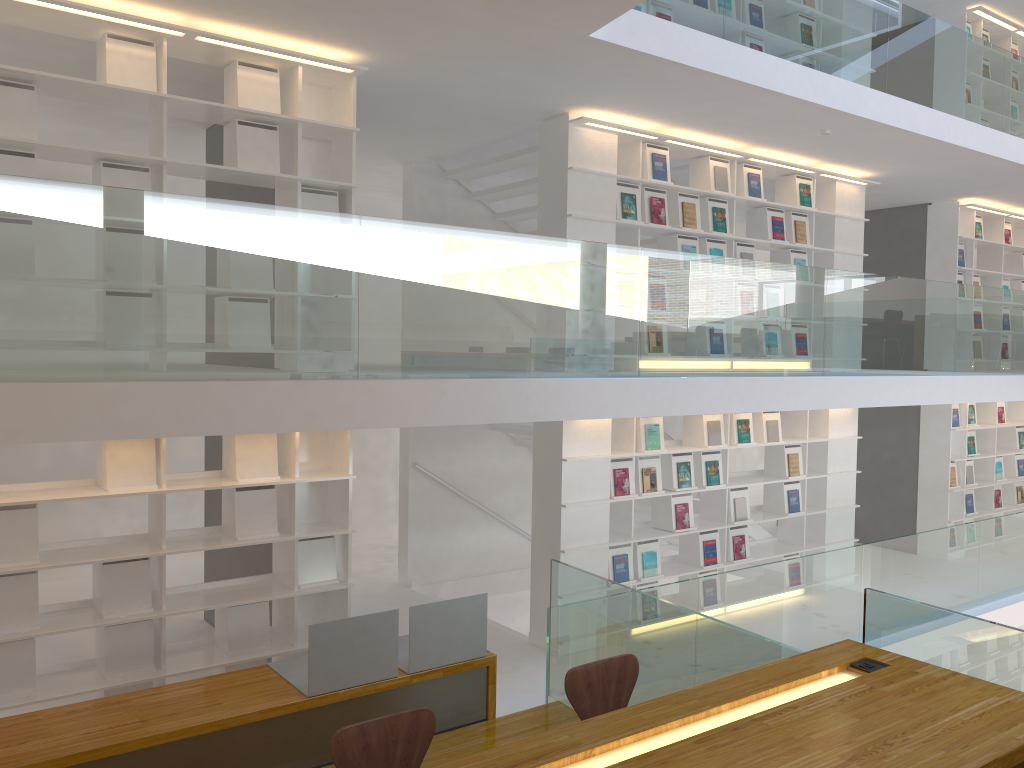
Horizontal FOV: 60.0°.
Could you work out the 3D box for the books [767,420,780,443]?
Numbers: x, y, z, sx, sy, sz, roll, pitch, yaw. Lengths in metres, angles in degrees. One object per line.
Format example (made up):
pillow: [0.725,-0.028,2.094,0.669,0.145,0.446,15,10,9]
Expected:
books: [2.274,0.421,7.724,0.145,0.210,0.037,-1,3,-36]

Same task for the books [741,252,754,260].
books: [1.976,-0.994,7.434,0.145,0.210,0.037,-1,3,-36]

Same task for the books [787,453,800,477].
books: [2.516,0.728,7.922,0.145,0.210,0.037,-1,3,-36]

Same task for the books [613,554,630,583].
books: [0.826,1.400,6.710,0.145,0.210,0.037,-1,3,-36]

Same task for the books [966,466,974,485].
books: [5.125,1.025,9.930,0.145,0.210,0.037,-1,3,-36]

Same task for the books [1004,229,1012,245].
books: [5.723,-1.680,10.236,0.145,0.210,0.037,-1,3,-36]

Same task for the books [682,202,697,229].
books: [1.400,-1.325,6.997,0.145,0.210,0.037,-1,3,-36]

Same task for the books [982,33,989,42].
books: [5.203,-3.738,9.750,0.145,0.210,0.037,-1,3,-36]

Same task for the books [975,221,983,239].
books: [5.168,-1.690,9.828,0.145,0.210,0.037,-1,3,-36]

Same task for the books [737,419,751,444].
books: [1.961,0.404,7.493,0.145,0.210,0.037,-1,3,-36]

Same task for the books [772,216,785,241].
books: [2.299,-1.337,7.658,0.145,0.210,0.037,-1,3,-36]

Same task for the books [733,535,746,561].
books: [1.930,1.392,7.525,0.145,0.210,0.037,-1,3,-36]

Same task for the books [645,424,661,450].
books: [1.089,0.414,6.853,0.145,0.210,0.037,-1,3,-36]

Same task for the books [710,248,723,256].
books: [1.669,-0.998,7.211,0.145,0.210,0.037,-1,3,-36]

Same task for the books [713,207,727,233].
books: [1.688,-1.328,7.205,0.145,0.210,0.037,-1,3,-36]

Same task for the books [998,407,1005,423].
books: [5.688,0.370,10.314,0.145,0.210,0.037,-1,3,-36]

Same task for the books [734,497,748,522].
books: [1.939,1.071,7.511,0.145,0.210,0.037,-1,3,-36]

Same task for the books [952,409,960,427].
books: [4.841,0.376,9.689,0.145,0.210,0.037,-1,3,-36]

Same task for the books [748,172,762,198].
books: [2.038,-1.663,7.445,0.145,0.210,0.037,-1,3,-36]

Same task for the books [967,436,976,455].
books: [5.143,0.694,9.926,0.145,0.210,0.037,-1,3,-36]

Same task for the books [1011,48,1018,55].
books: [5.758,-3.728,10.157,0.145,0.210,0.037,-1,3,-36]

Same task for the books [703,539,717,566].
books: [1.634,1.394,7.307,0.145,0.210,0.037,-1,3,-36]

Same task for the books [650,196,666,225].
books: [1.120,-1.323,6.792,0.145,0.210,0.037,-1,3,-36]

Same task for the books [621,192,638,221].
books: [0.874,-1.316,6.612,0.145,0.210,0.037,-1,3,-36]

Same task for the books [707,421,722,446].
books: [1.662,0.407,7.274,0.145,0.210,0.037,-1,3,-36]

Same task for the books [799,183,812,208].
books: [2.603,-1.667,7.860,0.145,0.210,0.037,-1,3,-36]

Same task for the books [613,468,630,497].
books: [0.827,0.742,6.681,0.145,0.210,0.037,-1,3,-36]

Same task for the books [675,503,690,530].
books: [1.363,1.063,7.091,0.145,0.210,0.037,-1,3,-36]

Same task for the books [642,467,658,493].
books: [1.068,0.755,6.870,0.145,0.210,0.037,-1,3,-36]

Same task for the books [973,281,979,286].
books: [5.148,-1.033,9.847,0.145,0.210,0.037,-1,3,-36]

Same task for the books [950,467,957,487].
books: [4.815,1.018,9.706,0.145,0.210,0.037,-1,3,-36]

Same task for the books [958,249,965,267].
books: [4.865,-1.358,9.618,0.145,0.210,0.037,-1,3,-36]

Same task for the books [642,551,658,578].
books: [1.074,1.410,6.892,0.145,0.210,0.037,-1,3,-36]

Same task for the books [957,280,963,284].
books: [4.853,-1.020,9.626,0.145,0.210,0.037,-1,3,-36]

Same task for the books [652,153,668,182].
books: [1.129,-1.653,6.778,0.145,0.210,0.037,-1,3,-36]

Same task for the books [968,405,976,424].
books: [5.128,0.340,9.901,0.145,0.210,0.037,-1,3,-36]

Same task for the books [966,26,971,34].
books: [4.880,-3.738,9.512,0.145,0.210,0.037,-1,3,-36]

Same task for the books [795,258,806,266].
books: [2.563,-1.005,7.865,0.145,0.210,0.037,-1,3,-36]

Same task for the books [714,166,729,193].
books: [1.699,-1.658,7.197,0.145,0.210,0.037,-1,3,-36]

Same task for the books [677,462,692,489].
books: [1.376,0.729,7.086,0.145,0.210,0.037,-1,3,-36]

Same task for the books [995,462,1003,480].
books: [5.677,1.014,10.339,0.145,0.210,0.037,-1,3,-36]

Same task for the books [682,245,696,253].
books: [1.409,-0.992,7.017,0.145,0.210,0.037,-1,3,-36]

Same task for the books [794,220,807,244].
books: [2.554,-1.337,7.845,0.145,0.210,0.037,-1,3,-36]

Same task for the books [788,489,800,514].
books: [2.526,1.055,7.942,0.145,0.210,0.037,-1,3,-36]

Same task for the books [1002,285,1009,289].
books: [5.712,-1.036,10.260,0.145,0.210,0.037,-1,3,-36]

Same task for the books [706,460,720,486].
books: [1.651,0.737,7.282,0.145,0.210,0.037,-1,3,-36]
